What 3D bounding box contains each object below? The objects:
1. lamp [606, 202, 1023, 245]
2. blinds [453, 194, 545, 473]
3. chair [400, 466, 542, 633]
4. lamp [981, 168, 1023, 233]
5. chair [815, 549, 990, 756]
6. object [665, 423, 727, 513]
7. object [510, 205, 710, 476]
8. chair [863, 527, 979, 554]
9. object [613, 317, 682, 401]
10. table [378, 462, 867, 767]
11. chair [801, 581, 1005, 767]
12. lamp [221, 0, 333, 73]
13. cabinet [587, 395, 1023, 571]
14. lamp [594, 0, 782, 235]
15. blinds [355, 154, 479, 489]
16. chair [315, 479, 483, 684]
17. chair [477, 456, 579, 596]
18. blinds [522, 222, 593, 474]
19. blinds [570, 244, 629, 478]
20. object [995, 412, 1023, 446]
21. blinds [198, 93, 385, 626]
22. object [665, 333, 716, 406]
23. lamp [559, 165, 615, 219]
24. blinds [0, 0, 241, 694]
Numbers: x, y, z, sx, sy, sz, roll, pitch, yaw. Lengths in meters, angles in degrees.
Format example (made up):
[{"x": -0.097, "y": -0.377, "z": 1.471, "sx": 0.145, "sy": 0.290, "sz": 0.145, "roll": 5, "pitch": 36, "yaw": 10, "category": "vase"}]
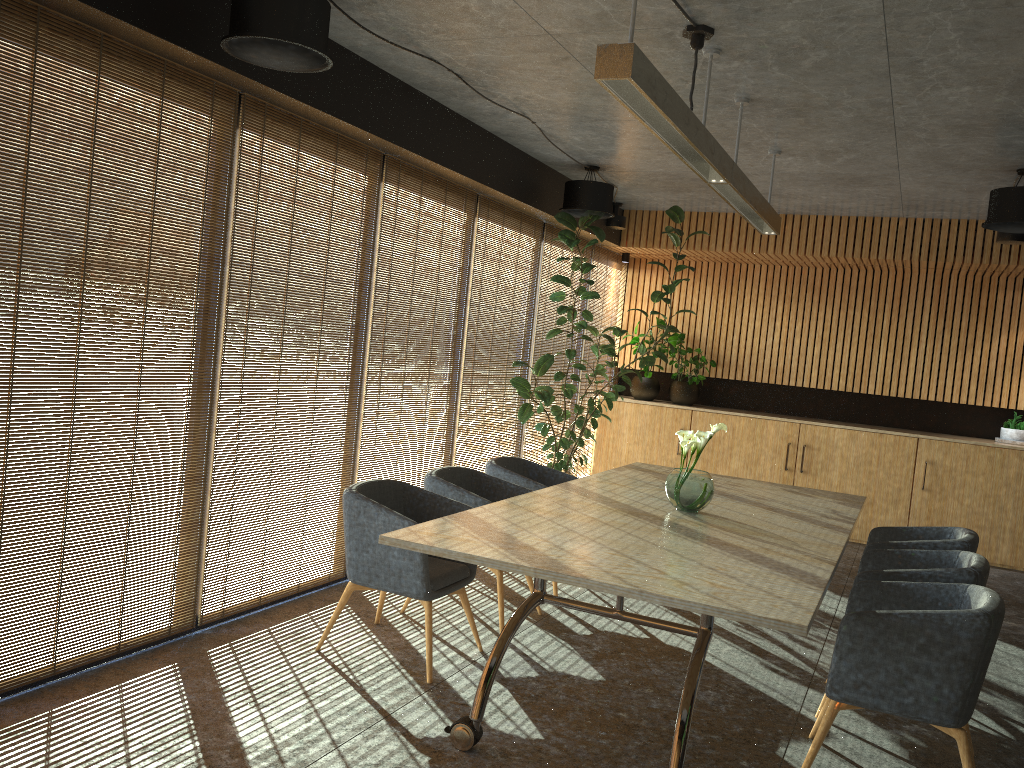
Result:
[{"x": 2.931, "y": -1.687, "z": 9.138, "sx": 4.179, "sy": 0.294, "sz": 0.257, "roll": 7, "pitch": 3, "yaw": 24, "category": "lamp"}, {"x": -0.131, "y": -0.129, "z": 8.324, "sx": 0.039, "sy": 3.038, "sz": 1.422, "roll": 7, "pitch": 3, "yaw": 24, "category": "blinds"}, {"x": -0.218, "y": 1.067, "z": 5.906, "sx": 0.761, "sy": 0.944, "sz": 0.706, "roll": 7, "pitch": 3, "yaw": 24, "category": "chair"}, {"x": 3.848, "y": -1.393, "z": 6.676, "sx": 0.513, "sy": 0.497, "sz": 0.513, "roll": 4, "pitch": 3, "yaw": -36, "category": "lamp"}, {"x": 2.133, "y": 1.349, "z": 4.829, "sx": 0.761, "sy": 0.944, "sz": 0.706, "roll": 7, "pitch": 3, "yaw": 24, "category": "chair"}, {"x": 1.086, "y": 0.489, "z": 5.331, "sx": 0.295, "sy": 0.546, "sz": 0.322, "roll": 7, "pitch": 3, "yaw": 34, "category": "object"}, {"x": 0.676, "y": -0.161, "z": 9.007, "sx": 1.875, "sy": 3.266, "sz": 1.958, "roll": 4, "pitch": 3, "yaw": -27, "category": "object"}, {"x": 2.508, "y": 1.347, "z": 5.646, "sx": 0.761, "sy": 0.944, "sz": 0.706, "roll": 7, "pitch": 3, "yaw": 24, "category": "chair"}, {"x": 1.655, "y": -0.327, "z": 11.106, "sx": 0.640, "sy": 1.054, "sz": 0.666, "roll": 4, "pitch": 3, "yaw": -24, "category": "object"}, {"x": 1.009, "y": 1.221, "z": 5.344, "sx": 1.816, "sy": 0.927, "sz": 3.932, "roll": 7, "pitch": 3, "yaw": 24, "category": "table"}, {"x": 1.758, "y": 1.351, "z": 4.011, "sx": 0.761, "sy": 0.944, "sz": 0.706, "roll": 7, "pitch": 3, "yaw": 24, "category": "chair"}, {"x": -1.084, "y": -1.760, "z": 4.172, "sx": 0.513, "sy": 0.497, "sz": 0.513, "roll": 6, "pitch": 3, "yaw": 13, "category": "lamp"}, {"x": 3.362, "y": 1.042, "z": 10.421, "sx": 4.954, "sy": 1.272, "sz": 1.006, "roll": 7, "pitch": 3, "yaw": 24, "category": "cabinet"}, {"x": 1.254, "y": -1.493, "z": 5.240, "sx": 0.151, "sy": 0.618, "sz": 4.009, "roll": 7, "pitch": 3, "yaw": 24, "category": "lamp"}, {"x": -0.743, "y": -0.126, "z": 6.990, "sx": 0.039, "sy": 3.038, "sz": 1.422, "roll": 7, "pitch": 3, "yaw": 24, "category": "blinds"}, {"x": -0.593, "y": 1.069, "z": 5.089, "sx": 0.761, "sy": 0.944, "sz": 0.706, "roll": 7, "pitch": 3, "yaw": 24, "category": "chair"}, {"x": 0.157, "y": 1.065, "z": 6.724, "sx": 0.761, "sy": 0.944, "sz": 0.706, "roll": 7, "pitch": 3, "yaw": 24, "category": "chair"}, {"x": 0.492, "y": -0.132, "z": 9.682, "sx": 0.039, "sy": 3.038, "sz": 1.422, "roll": 7, "pitch": 3, "yaw": 24, "category": "blinds"}, {"x": 1.104, "y": -0.135, "z": 11.016, "sx": 0.039, "sy": 3.038, "sz": 1.422, "roll": 7, "pitch": 3, "yaw": 24, "category": "blinds"}, {"x": 5.435, "y": 0.474, "z": 9.547, "sx": 0.384, "sy": 0.347, "sz": 0.384, "roll": 3, "pitch": 4, "yaw": -43, "category": "object"}, {"x": -2.070, "y": -0.057, "z": 3.159, "sx": 1.388, "sy": 3.075, "sz": 6.486, "roll": 6, "pitch": 3, "yaw": 6, "category": "blinds"}, {"x": 2.104, "y": -0.185, "z": 10.884, "sx": 0.679, "sy": 0.880, "sz": 0.512, "roll": 7, "pitch": 3, "yaw": 28, "category": "object"}, {"x": 0.705, "y": -1.770, "z": 8.117, "sx": 0.513, "sy": 0.497, "sz": 0.513, "roll": 5, "pitch": 3, "yaw": -5, "category": "lamp"}, {"x": -1.959, "y": -0.120, "z": 4.339, "sx": 0.039, "sy": 3.038, "sz": 1.422, "roll": 7, "pitch": 3, "yaw": 24, "category": "blinds"}]
